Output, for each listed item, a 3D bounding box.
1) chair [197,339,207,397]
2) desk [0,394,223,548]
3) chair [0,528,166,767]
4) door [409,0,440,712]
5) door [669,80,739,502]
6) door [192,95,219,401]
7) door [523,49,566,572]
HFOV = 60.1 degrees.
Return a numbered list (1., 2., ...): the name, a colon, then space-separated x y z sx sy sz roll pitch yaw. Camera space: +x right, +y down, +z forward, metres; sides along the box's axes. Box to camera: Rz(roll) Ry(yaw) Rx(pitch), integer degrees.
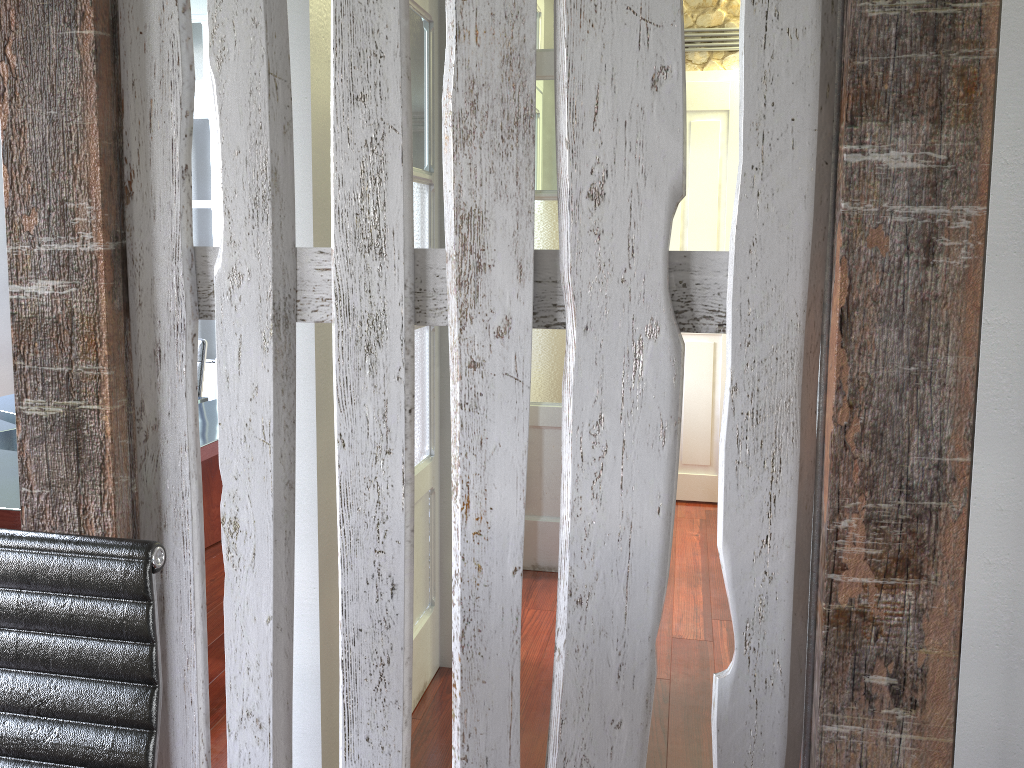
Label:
1. chair: -1.760 0.269 4.150 0.475 0.914 0.605 2 7 11
2. desk: -1.827 0.511 3.442 1.446 0.650 1.724 2 9 11
3. chair: -0.733 0.742 0.950 0.665 1.017 0.703 1 7 6
4. door: -0.347 -0.066 2.347 0.041 2.166 1.064 2 7 11
5. door: 0.837 -0.472 4.725 0.869 2.205 0.146 2 6 11
6. door: -2.112 -0.508 5.005 1.160 2.169 0.041 2 6 11
7. door: 0.055 -0.352 4.143 0.482 2.169 1.195 -1 7 -15
